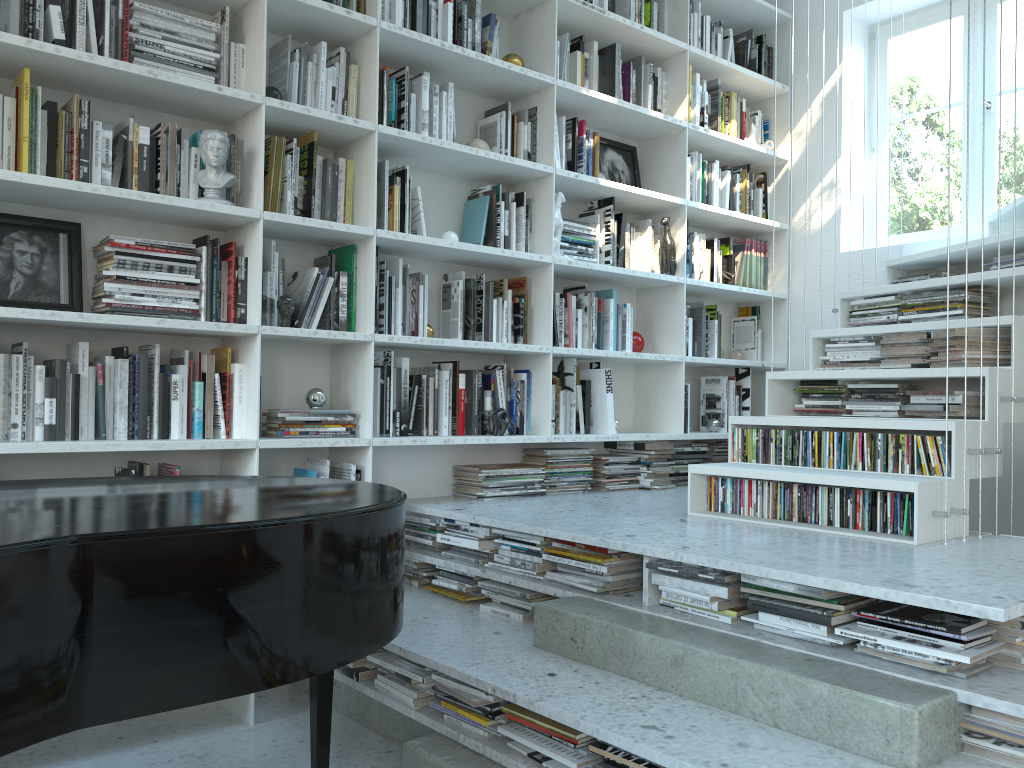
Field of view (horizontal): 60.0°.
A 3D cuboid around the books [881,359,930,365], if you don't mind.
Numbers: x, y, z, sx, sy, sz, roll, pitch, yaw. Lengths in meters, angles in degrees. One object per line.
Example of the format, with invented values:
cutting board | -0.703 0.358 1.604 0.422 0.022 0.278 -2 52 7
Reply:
books | 1.538 -0.081 3.369 0.200 0.014 0.177 2 -2 -35

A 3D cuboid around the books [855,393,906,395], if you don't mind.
books | 1.419 0.039 3.356 0.129 0.008 0.185 2 -2 -41

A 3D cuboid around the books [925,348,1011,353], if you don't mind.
books | 1.638 -0.116 3.126 0.295 0.006 0.146 1 -1 -5

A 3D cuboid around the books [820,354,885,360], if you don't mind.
books | 1.432 -0.108 3.633 0.145 0.012 0.297 2 -2 -40

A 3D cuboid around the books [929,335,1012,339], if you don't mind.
books | 1.639 -0.163 3.128 0.254 0.005 0.161 1 -1 -7

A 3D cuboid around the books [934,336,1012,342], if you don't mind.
books | 1.637 -0.152 3.143 0.184 0.016 0.179 1 -1 -11

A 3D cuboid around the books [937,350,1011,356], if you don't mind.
books | 1.638 -0.106 3.125 0.214 0.014 0.138 1 -1 -12

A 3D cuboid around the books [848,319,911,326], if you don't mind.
books | 1.580 -0.256 3.720 0.176 0.009 0.275 2 -2 -26

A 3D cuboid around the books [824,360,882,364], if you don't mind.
books | 1.431 -0.086 3.632 0.138 0.010 0.254 2 -2 -42

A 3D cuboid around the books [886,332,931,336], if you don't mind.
books | 1.535 -0.186 3.375 0.155 0.009 0.155 2 -2 -39

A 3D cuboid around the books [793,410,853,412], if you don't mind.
books | 1.251 0.107 3.507 0.189 0.007 0.195 2 -2 -42

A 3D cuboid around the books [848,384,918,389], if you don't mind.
books | 1.396 0.009 3.337 0.177 0.014 0.194 2 -2 -45

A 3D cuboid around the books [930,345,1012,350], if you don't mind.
books | 1.636 -0.124 3.141 0.231 0.011 0.171 1 -1 -3

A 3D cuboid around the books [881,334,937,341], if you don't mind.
books | 1.538 -0.173 3.371 0.166 0.017 0.190 2 -2 -37

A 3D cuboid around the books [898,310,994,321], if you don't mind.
books | 1.681 -0.263 3.439 0.182 0.013 0.287 1 -1 -25

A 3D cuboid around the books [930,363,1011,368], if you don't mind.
books | 1.635 -0.061 3.147 0.206 0.012 0.183 1 -1 -12

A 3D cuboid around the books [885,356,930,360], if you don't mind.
books | 1.528 -0.094 3.382 0.139 0.013 0.155 2 -2 -37

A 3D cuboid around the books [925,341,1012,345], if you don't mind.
books | 1.639 -0.141 3.126 0.295 0.007 0.146 1 -1 -5

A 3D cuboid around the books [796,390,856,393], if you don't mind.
books | 1.262 0.032 3.516 0.159 0.009 0.208 2 -2 -43

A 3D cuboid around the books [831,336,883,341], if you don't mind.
books | 1.428 -0.182 3.630 0.157 0.014 0.180 2 -2 -41

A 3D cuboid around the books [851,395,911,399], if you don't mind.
books | 1.394 0.048 3.336 0.189 0.012 0.155 2 -2 -36

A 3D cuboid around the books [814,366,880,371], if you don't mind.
books | 1.414 -0.056 3.618 0.190 0.018 0.287 2 -2 -40

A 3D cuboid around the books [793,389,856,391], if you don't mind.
books | 1.248 0.024 3.504 0.198 0.006 0.188 2 -2 -43

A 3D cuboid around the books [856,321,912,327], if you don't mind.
books | 1.592 -0.244 3.725 0.149 0.014 0.228 2 -2 -27

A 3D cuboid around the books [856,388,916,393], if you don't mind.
books | 1.415 0.026 3.353 0.133 0.017 0.178 2 -2 -35

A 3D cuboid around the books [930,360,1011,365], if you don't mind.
books | 1.636 -0.073 3.141 0.215 0.013 0.189 1 -1 -7

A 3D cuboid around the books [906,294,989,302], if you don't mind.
books | 1.692 -0.329 3.446 0.174 0.009 0.240 2 -2 -30

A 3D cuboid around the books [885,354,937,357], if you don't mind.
books | 1.543 -0.103 3.362 0.188 0.005 0.181 2 -2 -39

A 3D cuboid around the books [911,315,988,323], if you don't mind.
books | 1.707 -0.249 3.454 0.130 0.014 0.249 2 -1 -26

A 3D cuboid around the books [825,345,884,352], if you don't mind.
books | 1.430 -0.141 3.631 0.149 0.017 0.239 2 -2 -41

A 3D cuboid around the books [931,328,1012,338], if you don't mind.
books | 1.638 -0.178 3.136 0.234 0.025 0.157 1 -1 -2

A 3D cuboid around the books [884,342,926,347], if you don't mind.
books | 1.527 -0.146 3.385 0.159 0.012 0.129 1 -1 -25

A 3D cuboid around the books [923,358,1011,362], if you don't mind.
books | 1.634 -0.083 3.152 0.254 0.007 0.189 1 -1 -12

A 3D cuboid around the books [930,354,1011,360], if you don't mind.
books | 1.636 -0.092 3.139 0.222 0.011 0.180 1 -1 -8

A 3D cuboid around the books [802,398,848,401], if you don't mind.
books | 1.272 0.063 3.525 0.132 0.010 0.198 2 -2 -35

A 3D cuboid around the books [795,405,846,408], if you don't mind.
books | 1.255 0.089 3.511 0.159 0.012 0.225 2 -2 -32

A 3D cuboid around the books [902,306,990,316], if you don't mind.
books | 1.681 -0.277 3.439 0.191 0.014 0.243 2 -1 -26

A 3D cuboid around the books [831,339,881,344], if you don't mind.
books | 1.426 -0.167 3.628 0.157 0.014 0.180 2 -2 -43

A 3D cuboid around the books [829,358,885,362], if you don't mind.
books | 1.425 -0.097 3.627 0.160 0.010 0.179 2 -2 -36

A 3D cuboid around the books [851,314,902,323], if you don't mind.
books | 1.581 -0.269 3.721 0.166 0.018 0.264 1 -1 -20

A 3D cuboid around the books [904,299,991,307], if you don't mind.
books | 1.689 -0.310 3.444 0.176 0.007 0.254 2 -2 -31

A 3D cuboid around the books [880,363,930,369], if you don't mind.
books | 1.520 -0.066 3.392 0.184 0.016 0.128 2 -2 -32

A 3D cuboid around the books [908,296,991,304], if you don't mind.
books | 1.701 -0.319 3.451 0.144 0.011 0.257 2 -2 -32

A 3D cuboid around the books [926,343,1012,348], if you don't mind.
books | 1.638 -0.134 3.126 0.295 0.007 0.146 1 -1 -9

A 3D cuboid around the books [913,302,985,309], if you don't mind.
books | 1.698 -0.299 3.449 0.154 0.014 0.196 2 -1 -26

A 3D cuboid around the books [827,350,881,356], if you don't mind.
books | 1.434 -0.123 3.634 0.143 0.019 0.230 2 -2 -40

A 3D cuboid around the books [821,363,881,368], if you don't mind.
books | 1.433 -0.073 3.634 0.136 0.017 0.288 2 -2 -41

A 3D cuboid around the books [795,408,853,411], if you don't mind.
books | 1.257 0.100 3.512 0.216 0.009 0.158 0 -2 44

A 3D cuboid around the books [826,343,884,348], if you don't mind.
books | 1.417 -0.155 3.621 0.173 0.011 0.203 2 -2 -44

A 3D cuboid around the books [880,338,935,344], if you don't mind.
books | 1.539 -0.159 3.369 0.218 0.012 0.156 1 -1 -23

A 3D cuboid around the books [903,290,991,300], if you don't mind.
books | 1.685 -0.340 3.442 0.191 0.013 0.243 2 -2 -28

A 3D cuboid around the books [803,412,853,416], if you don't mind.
books | 1.277 0.118 3.529 0.130 0.014 0.188 2 -2 -39

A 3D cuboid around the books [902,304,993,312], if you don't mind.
books | 1.688 -0.288 3.443 0.187 0.009 0.261 2 -2 -29

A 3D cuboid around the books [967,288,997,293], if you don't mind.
books | 1.710 -0.349 3.456 0.134 0.007 0.298 2 -2 -30

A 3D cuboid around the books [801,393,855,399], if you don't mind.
books | 1.266 0.047 3.520 0.181 0.022 0.140 0 -2 44

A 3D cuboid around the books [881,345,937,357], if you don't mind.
books | 1.546 -0.123 3.359 0.178 0.035 0.222 2 -2 -35

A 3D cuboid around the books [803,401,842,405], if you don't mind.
books | 1.266 0.076 3.520 0.145 0.015 0.166 2 -2 -45

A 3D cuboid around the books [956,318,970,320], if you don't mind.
books | 1.706 -0.235 3.453 0.136 0.013 0.258 2 -2 -27

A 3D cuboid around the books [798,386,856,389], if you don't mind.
books | 1.263 0.015 3.517 0.161 0.012 0.195 2 -2 -42
